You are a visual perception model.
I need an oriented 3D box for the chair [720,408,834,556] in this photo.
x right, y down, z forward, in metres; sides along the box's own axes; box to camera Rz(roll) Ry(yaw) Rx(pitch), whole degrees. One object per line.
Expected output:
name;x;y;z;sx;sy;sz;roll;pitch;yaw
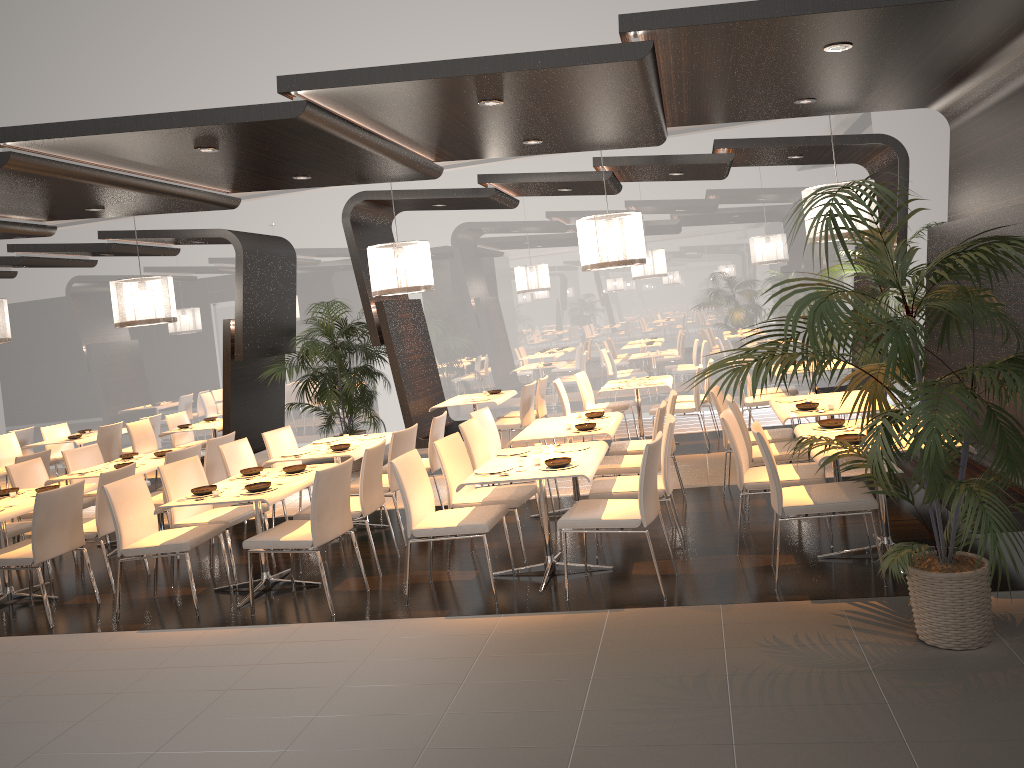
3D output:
chair;1.694;0.595;5.676;0.603;0.869;0.486;-6;1;19

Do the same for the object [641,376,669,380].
object;1.645;-0.085;10.273;0.335;0.038;0.378;-7;5;1

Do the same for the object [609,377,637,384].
object;1.290;-0.044;10.265;0.334;0.038;0.378;-6;5;6

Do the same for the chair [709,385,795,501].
chair;1.956;0.446;7.145;0.603;0.873;0.486;-6;1;19

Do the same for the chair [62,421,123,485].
chair;-5.164;0.951;10.994;0.604;0.873;0.485;-6;1;14

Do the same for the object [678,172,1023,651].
object;1.786;0.132;3.928;1.511;2.059;1.557;-8;2;-33

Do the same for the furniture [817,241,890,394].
furniture;3.606;-0.642;9.488;0.756;1.674;1.407;-6;2;12

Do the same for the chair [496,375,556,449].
chair;0.166;0.374;10.528;0.604;0.873;0.485;-6;1;14

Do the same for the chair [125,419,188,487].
chair;-4.313;0.864;10.828;0.604;0.869;0.485;-6;1;14

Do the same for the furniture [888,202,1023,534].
furniture;2.909;-0.259;5.814;0.756;1.672;2.914;-6;4;12

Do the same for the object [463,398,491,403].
object;-0.401;0.168;10.064;0.335;0.038;0.378;-7;5;1

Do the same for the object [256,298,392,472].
object;-2.083;0.033;10.549;1.559;2.059;1.509;-6;2;5

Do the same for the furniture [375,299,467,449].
furniture;-0.924;-0.196;10.419;0.756;1.674;1.407;-6;2;12

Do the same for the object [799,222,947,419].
object;3.446;-0.402;8.082;1.500;2.059;1.569;-6;2;25

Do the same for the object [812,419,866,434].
object;2.046;0.254;5.559;0.303;0.044;0.366;-6;5;11

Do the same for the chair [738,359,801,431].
chair;2.906;0.100;9.993;0.604;0.869;0.485;-6;1;14

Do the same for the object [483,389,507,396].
object;-0.228;0.100;10.614;0.303;0.044;0.366;-6;5;11

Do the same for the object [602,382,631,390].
object;1.141;0.022;9.675;0.334;0.038;0.378;-6;5;6

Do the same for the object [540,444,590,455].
object;0.354;0.419;5.957;0.335;0.038;0.378;-7;5;1

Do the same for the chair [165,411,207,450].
chair;-4.065;0.786;11.425;0.604;0.869;0.485;-6;1;14

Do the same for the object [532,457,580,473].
object;0.255;0.478;5.348;0.303;0.044;0.366;-6;5;11

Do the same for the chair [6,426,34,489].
chair;-6.806;1.061;11.960;0.604;0.873;0.485;-6;1;14

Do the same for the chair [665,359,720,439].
chair;2.055;0.187;10.158;0.604;0.873;0.485;-6;1;14

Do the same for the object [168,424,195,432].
object;-3.963;0.520;10.739;0.303;0.044;0.366;-6;5;11

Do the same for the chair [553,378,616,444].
chair;0.807;0.364;9.751;0.604;0.873;0.485;-6;1;9

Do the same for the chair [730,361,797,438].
chair;2.659;0.180;9.396;0.604;0.873;0.485;-6;1;14

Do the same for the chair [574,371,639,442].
chair;1.100;0.276;10.388;0.603;0.869;0.486;-6;1;19

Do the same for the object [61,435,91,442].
object;-5.480;0.669;11.067;0.303;0.044;0.366;-6;5;11

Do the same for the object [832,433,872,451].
object;1.937;0.316;4.962;0.303;0.044;0.366;-6;5;11

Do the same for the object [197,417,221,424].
object;-3.848;0.458;11.335;0.303;0.044;0.366;-6;5;6

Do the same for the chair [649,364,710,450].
chair;1.807;0.262;9.561;0.604;0.869;0.485;-6;1;14

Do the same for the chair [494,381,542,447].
chair;-0.003;0.442;9.914;0.603;0.869;0.486;-6;1;19

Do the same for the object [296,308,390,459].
object;-2.083;-0.058;11.654;1.510;2.059;1.558;-7;2;-27

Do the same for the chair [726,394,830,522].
chair;1.927;0.505;6.476;0.604;0.873;0.485;-6;1;9

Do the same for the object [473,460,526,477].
object;-0.075;0.515;5.400;0.334;0.038;0.378;-6;5;6

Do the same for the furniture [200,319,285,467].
furniture;-3.366;0.045;10.920;0.756;1.674;1.407;-6;2;12

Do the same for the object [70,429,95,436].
object;-5.659;0.636;11.718;0.303;0.044;0.366;-5;5;16

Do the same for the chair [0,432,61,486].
chair;-6.164;1.051;11.184;0.604;0.873;0.485;-6;1;9

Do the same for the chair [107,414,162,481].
chair;-4.916;0.873;11.591;0.604;0.873;0.485;-6;1;14

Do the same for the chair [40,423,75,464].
chair;-5.871;0.962;11.821;0.603;0.869;0.486;-6;1;19

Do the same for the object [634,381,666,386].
object;1.509;-0.020;9.673;0.335;0.038;0.378;-7;5;1
